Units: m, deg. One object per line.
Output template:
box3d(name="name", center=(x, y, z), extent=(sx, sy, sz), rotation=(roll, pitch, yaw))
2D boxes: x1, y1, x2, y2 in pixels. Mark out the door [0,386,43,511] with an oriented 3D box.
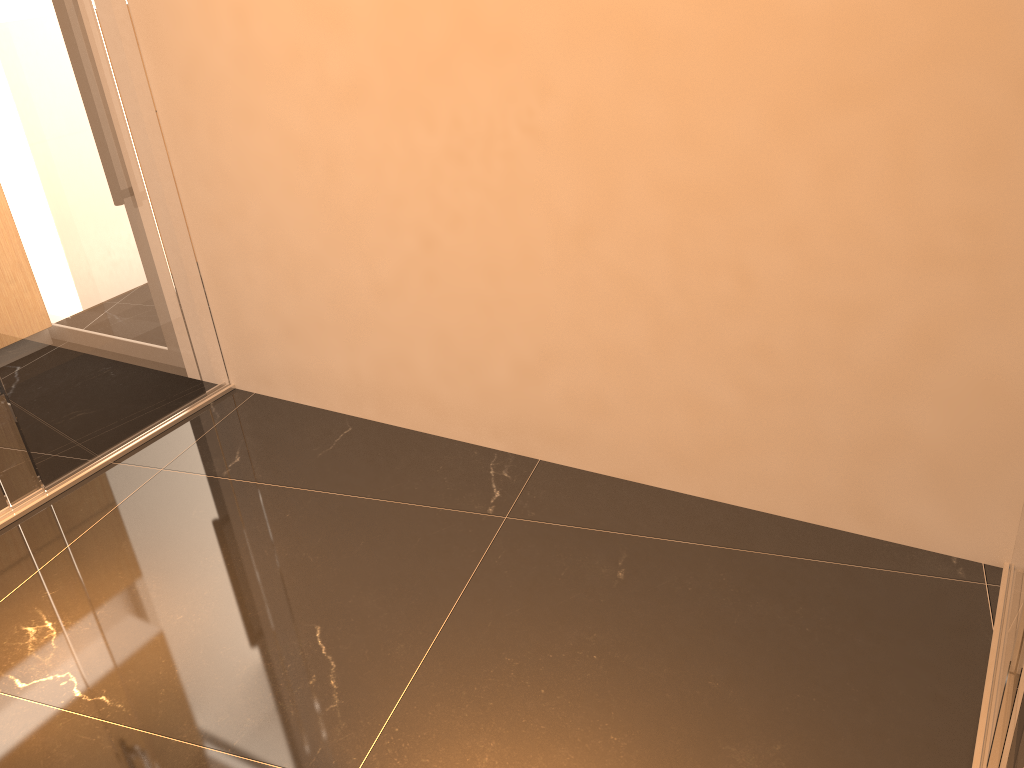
box3d(name="door", center=(-2.083, -0.851, 2.030), extent=(0.098, 3.285, 2.473), rotation=(11, 32, 29))
